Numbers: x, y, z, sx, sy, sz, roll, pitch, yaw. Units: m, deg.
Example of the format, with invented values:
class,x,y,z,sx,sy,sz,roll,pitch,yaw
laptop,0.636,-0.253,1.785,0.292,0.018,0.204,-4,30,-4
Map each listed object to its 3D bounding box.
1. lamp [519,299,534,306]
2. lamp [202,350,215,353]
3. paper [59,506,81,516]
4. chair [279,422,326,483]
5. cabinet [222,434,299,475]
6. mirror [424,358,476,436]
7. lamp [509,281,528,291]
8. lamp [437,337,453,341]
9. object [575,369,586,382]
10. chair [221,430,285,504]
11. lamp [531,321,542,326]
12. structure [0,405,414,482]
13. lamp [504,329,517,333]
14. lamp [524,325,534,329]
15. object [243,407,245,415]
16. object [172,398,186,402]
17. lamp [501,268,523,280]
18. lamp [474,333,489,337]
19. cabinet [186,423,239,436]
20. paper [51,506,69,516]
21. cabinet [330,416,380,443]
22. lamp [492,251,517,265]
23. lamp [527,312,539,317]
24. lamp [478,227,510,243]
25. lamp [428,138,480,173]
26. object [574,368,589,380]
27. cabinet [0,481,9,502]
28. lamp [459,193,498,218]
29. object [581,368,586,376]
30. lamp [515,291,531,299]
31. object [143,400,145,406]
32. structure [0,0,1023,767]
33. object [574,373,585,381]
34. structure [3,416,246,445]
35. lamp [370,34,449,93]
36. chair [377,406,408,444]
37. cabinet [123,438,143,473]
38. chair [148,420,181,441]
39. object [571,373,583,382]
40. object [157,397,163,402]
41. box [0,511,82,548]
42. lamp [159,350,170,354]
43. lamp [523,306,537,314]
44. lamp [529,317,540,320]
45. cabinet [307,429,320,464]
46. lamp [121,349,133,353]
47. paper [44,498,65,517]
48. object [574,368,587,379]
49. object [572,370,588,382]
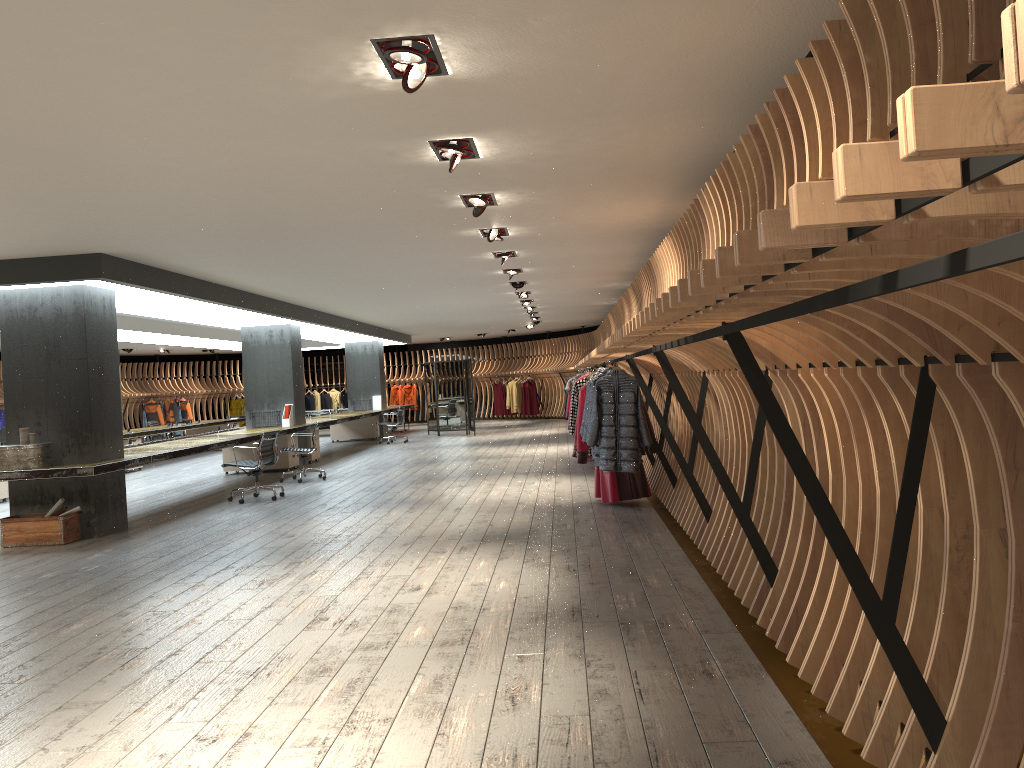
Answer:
class,x,y,z,sx,sy,sz,roll,pitch,yaw
lamp,0.278,-1.596,16.666,0.269,0.296,0.492,-3,0,3
lamp,-9.265,-1.077,27.058,0.269,0.293,0.493,-4,0,36
paper,-4.538,1.362,8.645,0.624,0.290,0.041,-4,-1,-15
chair,-3.175,1.019,13.312,0.668,0.859,0.693,-3,0,-21
cabinet,-4.306,1.192,15.212,1.131,0.630,0.593,-3,0,3
mirror,-1.557,0.350,22.421,2.110,1.892,0.443,-4,-1,44
lamp,0.097,-1.569,13.481,0.269,0.291,0.492,-3,0,3
lamp,-2.142,-1.518,28.430,0.492,0.292,0.269,-3,0,36
object,1.326,-0.168,15.806,0.549,0.243,0.023,-4,0,-35
chair,-3.285,1.038,11.238,0.667,0.859,0.693,-3,0,-1
lamp,0.638,-1.657,23.035,0.269,0.291,0.492,-3,0,-1
structure,-5.800,1.165,17.097,4.835,0.844,18.475,-3,0,3
lamp,-0.017,-1.634,26.117,0.269,0.292,0.492,-3,0,-29
lamp,0.519,-1.660,24.623,0.269,0.287,0.492,-3,0,-16
object,-7.551,0.784,25.650,0.303,0.239,0.498,-3,0,4
object,-10.376,0.480,27.377,0.549,0.243,0.023,-4,-1,-20
lamp,0.007,-1.553,11.889,0.269,0.294,0.492,-3,0,3
lamp,-0.925,-1.585,27.415,0.269,0.294,0.492,-3,0,-42
cabinet,-7.448,1.343,22.124,1.131,0.630,0.593,-3,0,3
paper,-4.581,1.366,8.624,0.723,0.365,0.047,-3,-1,23
cabinet,-4.008,1.132,22.615,1.131,0.630,0.593,-3,0,3
lamp,-0.084,-1.538,10.297,0.269,0.295,0.492,-3,0,3
lamp,0.459,-1.630,19.850,0.269,0.286,0.492,-3,0,3
lamp,-0.175,-1.524,8.704,0.269,0.294,0.492,-3,0,3
lamp,-0.356,-1.493,5.520,0.269,0.298,0.492,-3,0,3
object,1.306,-0.151,14.905,0.547,0.262,0.023,-3,-1,5
cabinet,-7.877,1.424,12.588,1.131,0.630,0.593,-3,0,3
lamp,-0.265,-1.506,7.112,0.269,0.302,0.492,-3,0,3
object,1.384,-0.156,16.942,0.524,0.286,0.015,-3,-1,-12
lamp,0.187,-1.587,15.074,0.269,0.284,0.492,-3,0,3
object,-10.919,0.519,26.309,0.023,0.243,0.549,-3,0,-15
structure,-5.431,0.299,13.007,14.881,2.440,36.553,-3,0,3
object,1.322,-0.156,15.420,0.548,0.256,0.023,-3,-1,29
structure,-7.619,1.273,17.415,1.162,0.844,10.451,-3,0,3
lamp,-0.446,-1.480,3.928,0.269,0.295,0.492,-3,0,3
chair,-2.799,0.954,20.726,0.667,0.859,0.693,-3,0,-1
cabinet,-7.741,1.391,16.926,1.131,0.630,0.593,-3,0,3
chair,-8.157,1.279,20.837,0.668,0.859,0.693,-3,0,-11
object,1.333,-0.164,15.914,0.549,0.250,0.023,-3,-1,5
object,-10.667,0.501,26.860,0.023,0.243,0.549,-3,0,0
box,-4.611,1.425,8.677,0.664,0.282,0.341,-3,0,3
lamp,-10.062,-1.020,25.688,0.269,0.296,0.493,-4,0,23
lamp,0.369,-1.608,18.258,0.269,0.301,0.492,-3,0,3
lamp,0.550,-1.641,21.443,0.269,0.294,0.492,-3,0,3
cabinet,-4.230,1.180,16.563,1.131,0.630,0.593,-3,0,3
lamp,-10.468,-0.988,24.155,0.269,0.292,0.493,-4,0,10
paper,-4.546,1.335,8.586,0.572,0.460,0.043,-3,-1,21
object,1.309,-0.162,15.541,0.549,0.243,0.023,-4,-1,-25
object,1.287,-0.161,15.098,0.549,0.243,0.023,-3,-1,5
